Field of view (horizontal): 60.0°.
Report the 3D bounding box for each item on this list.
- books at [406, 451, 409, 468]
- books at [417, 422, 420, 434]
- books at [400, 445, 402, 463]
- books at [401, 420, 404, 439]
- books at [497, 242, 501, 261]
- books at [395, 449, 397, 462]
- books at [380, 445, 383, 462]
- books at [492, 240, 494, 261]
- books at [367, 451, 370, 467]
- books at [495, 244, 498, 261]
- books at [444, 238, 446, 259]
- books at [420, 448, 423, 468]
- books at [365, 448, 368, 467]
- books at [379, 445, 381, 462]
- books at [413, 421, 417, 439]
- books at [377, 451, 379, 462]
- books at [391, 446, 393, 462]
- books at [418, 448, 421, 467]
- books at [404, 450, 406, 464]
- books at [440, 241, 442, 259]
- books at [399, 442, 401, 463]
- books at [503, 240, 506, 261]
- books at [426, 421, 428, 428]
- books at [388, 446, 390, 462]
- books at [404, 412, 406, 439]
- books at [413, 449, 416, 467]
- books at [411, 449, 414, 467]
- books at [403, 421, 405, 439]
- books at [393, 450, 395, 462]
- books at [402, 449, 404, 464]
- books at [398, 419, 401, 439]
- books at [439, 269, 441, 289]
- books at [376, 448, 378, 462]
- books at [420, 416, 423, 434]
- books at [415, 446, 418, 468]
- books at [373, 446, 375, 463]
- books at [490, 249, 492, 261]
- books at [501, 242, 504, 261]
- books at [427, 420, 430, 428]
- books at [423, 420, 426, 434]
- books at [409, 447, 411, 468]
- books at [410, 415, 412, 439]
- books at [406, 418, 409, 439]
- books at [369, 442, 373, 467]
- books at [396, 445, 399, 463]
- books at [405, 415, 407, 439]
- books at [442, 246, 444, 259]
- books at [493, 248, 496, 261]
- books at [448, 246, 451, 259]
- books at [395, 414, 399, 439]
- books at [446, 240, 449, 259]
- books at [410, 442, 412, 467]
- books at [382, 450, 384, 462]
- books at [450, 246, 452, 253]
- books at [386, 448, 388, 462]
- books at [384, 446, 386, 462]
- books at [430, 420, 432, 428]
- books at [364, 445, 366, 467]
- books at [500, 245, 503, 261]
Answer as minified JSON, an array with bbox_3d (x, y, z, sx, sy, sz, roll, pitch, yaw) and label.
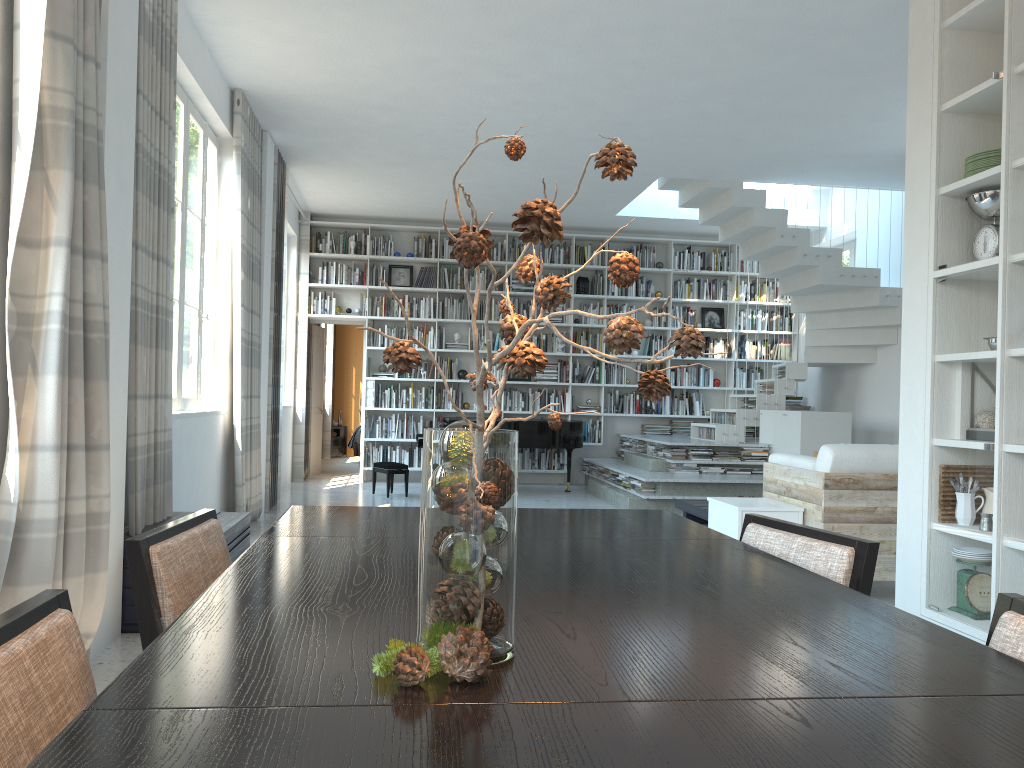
[{"bbox_3d":[-1.289,0.930,10.934,0.031,0.188,0.190,2,-1,-7],"label":"books"},{"bbox_3d":[-1.155,0.576,10.987,0.030,0.203,0.142,2,-1,-7],"label":"books"},{"bbox_3d":[-1.367,0.888,10.933,0.025,0.266,0.159,2,-1,-7],"label":"books"},{"bbox_3d":[-1.355,0.560,10.951,0.028,0.225,0.134,2,-1,-7],"label":"books"},{"bbox_3d":[-0.168,-1.634,11.105,0.029,0.261,0.151,2,0,-7],"label":"books"},{"bbox_3d":[-1.434,0.915,10.951,0.014,0.211,0.146,2,-1,-7],"label":"books"},{"bbox_3d":[-1.606,0.882,10.903,0.023,0.266,0.177,2,-1,-7],"label":"books"},{"bbox_3d":[-0.243,-1.649,11.084,0.013,0.285,0.159,2,0,-7],"label":"books"},{"bbox_3d":[-1.759,0.915,10.876,0.029,0.190,0.176,2,-1,-7],"label":"books"},{"bbox_3d":[-0.195,-1.623,11.094,0.026,0.237,0.149,2,-1,-7],"label":"books"},{"bbox_3d":[-0.837,-1.662,11.032,0.021,0.279,0.140,2,0,-7],"label":"books"},{"bbox_3d":[-1.115,0.881,10.964,0.021,0.295,0.188,2,-1,-7],"label":"books"},{"bbox_3d":[-1.788,0.902,10.900,0.023,0.216,0.158,2,-1,-7],"label":"books"},{"bbox_3d":[-1.623,0.883,10.895,0.013,0.261,0.174,2,-1,-7],"label":"books"},{"bbox_3d":[-1.196,0.568,10.964,0.059,0.216,0.177,2,-1,-7],"label":"books"},{"bbox_3d":[-1.643,0.921,10.911,0.022,0.186,0.145,2,-1,-7],"label":"books"},{"bbox_3d":[-1.481,0.895,10.940,0.022,0.246,0.135,2,0,-7],"label":"books"},{"bbox_3d":[-1.150,0.896,10.990,0.040,0.264,0.137,2,0,-7],"label":"books"},{"bbox_3d":[-1.320,0.920,10.938,0.028,0.206,0.171,2,-1,-7],"label":"books"},{"bbox_3d":[-0.884,-1.643,11.002,0.029,0.237,0.156,2,-1,-7],"label":"books"},{"bbox_3d":[-1.388,0.869,10.949,0.014,0.304,0.139,2,0,-7],"label":"books"},{"bbox_3d":[-0.098,-1.646,11.096,0.026,0.288,0.176,2,-1,-7],"label":"books"},{"bbox_3d":[-1.058,0.566,10.956,0.023,0.228,0.190,2,-1,-7],"label":"books"},{"bbox_3d":[-1.517,0.889,10.929,0.027,0.256,0.160,2,-1,-7],"label":"books"},{"bbox_3d":[-1.317,0.510,10.935,0.014,0.325,0.170,2,0,-7],"label":"books"},{"bbox_3d":[-1.205,0.914,10.962,0.022,0.224,0.141,2,-1,-7],"label":"books"},{"bbox_3d":[-1.230,0.919,10.971,0.024,0.214,0.137,2,-1,-7],"label":"books"},{"bbox_3d":[-1.335,0.568,10.953,0.013,0.209,0.154,2,-1,-7],"label":"books"},{"bbox_3d":[-1.452,0.918,10.918,0.030,0.201,0.168,2,-1,-7],"label":"books"},{"bbox_3d":[-1.344,0.913,10.935,0.021,0.218,0.190,2,-1,-7],"label":"books"},{"bbox_3d":[-1.384,0.552,10.951,0.031,0.239,0.132,2,0,-7],"label":"books"},{"bbox_3d":[-0.894,-1.286,10.991,0.023,0.256,0.174,2,-1,-7],"label":"books"},{"bbox_3d":[-1.663,0.900,10.902,0.022,0.226,0.154,2,-1,-7],"label":"books"},{"bbox_3d":[-1.126,0.535,10.982,0.025,0.288,0.130,2,0,-7],"label":"books"},{"bbox_3d":[-1.180,0.899,10.963,0.027,0.256,0.179,2,-1,-7],"label":"books"},{"bbox_3d":[-1.698,0.889,10.906,0.024,0.246,0.143,2,0,-7],"label":"books"},{"bbox_3d":[-0.271,-1.607,11.062,0.026,0.200,0.187,2,-1,-7],"label":"books"},{"bbox_3d":[-0.119,-1.636,11.098,0.014,0.267,0.171,2,-1,-7],"label":"books"},{"bbox_3d":[-1.038,0.563,10.995,0.026,0.236,0.140,2,-1,-7],"label":"books"},{"bbox_3d":[-1.090,0.566,10.995,0.030,0.227,0.140,2,-1,-7],"label":"books"},{"bbox_3d":[-1.262,0.902,10.938,0.023,0.244,0.188,2,-1,-7],"label":"books"},{"bbox_3d":[-1.249,0.530,10.960,0.022,0.290,0.137,2,0,-7],"label":"books"},{"bbox_3d":[-1.289,0.547,10.965,0.029,0.254,0.153,2,-1,-7],"label":"books"},{"bbox_3d":[-1.730,0.864,10.895,0.044,0.293,0.181,2,-1,-7],"label":"books"},{"bbox_3d":[-1.408,0.887,10.928,0.031,0.266,0.186,2,-1,-7],"label":"books"},{"bbox_3d":[-1.306,0.525,10.944,0.012,0.295,0.176,2,-1,-7],"label":"books"},{"bbox_3d":[-0.860,-1.615,11.020,0.024,0.183,0.133,2,-1,-7],"label":"books"},{"bbox_3d":[-0.222,-1.598,11.080,0.031,0.185,0.176,2,-1,-7],"label":"books"},{"bbox_3d":[-0.782,-1.632,11.016,0.023,0.220,0.181,2,-1,-7],"label":"books"},{"bbox_3d":[-1.415,0.516,10.926,0.039,0.307,0.172,2,0,-7],"label":"books"},{"bbox_3d":[-0.809,-1.650,11.017,0.031,0.254,0.145,2,0,-7],"label":"books"},{"bbox_3d":[-1.247,0.870,10.971,0.013,0.310,0.130,2,0,-7],"label":"books"},{"bbox_3d":[-1.586,0.913,10.921,0.022,0.205,0.158,2,-1,-7],"label":"books"},{"bbox_3d":[-0.759,-1.647,11.022,0.023,0.251,0.170,2,-1,-7],"label":"books"},{"bbox_3d":[-1.541,0.906,10.920,0.022,0.221,0.163,2,-1,-7],"label":"books"},{"bbox_3d":[-1.564,0.890,10.928,0.022,0.252,0.139,2,0,-7],"label":"books"},{"bbox_3d":[-1.009,0.566,10.989,0.030,0.230,0.151,2,-1,-7],"label":"books"},{"bbox_3d":[-1.805,0.882,10.897,0.012,0.254,0.161,2,-1,-7],"label":"books"},{"bbox_3d":[-0.138,-1.616,11.088,0.026,0.225,0.172,2,-1,-7],"label":"books"}]
